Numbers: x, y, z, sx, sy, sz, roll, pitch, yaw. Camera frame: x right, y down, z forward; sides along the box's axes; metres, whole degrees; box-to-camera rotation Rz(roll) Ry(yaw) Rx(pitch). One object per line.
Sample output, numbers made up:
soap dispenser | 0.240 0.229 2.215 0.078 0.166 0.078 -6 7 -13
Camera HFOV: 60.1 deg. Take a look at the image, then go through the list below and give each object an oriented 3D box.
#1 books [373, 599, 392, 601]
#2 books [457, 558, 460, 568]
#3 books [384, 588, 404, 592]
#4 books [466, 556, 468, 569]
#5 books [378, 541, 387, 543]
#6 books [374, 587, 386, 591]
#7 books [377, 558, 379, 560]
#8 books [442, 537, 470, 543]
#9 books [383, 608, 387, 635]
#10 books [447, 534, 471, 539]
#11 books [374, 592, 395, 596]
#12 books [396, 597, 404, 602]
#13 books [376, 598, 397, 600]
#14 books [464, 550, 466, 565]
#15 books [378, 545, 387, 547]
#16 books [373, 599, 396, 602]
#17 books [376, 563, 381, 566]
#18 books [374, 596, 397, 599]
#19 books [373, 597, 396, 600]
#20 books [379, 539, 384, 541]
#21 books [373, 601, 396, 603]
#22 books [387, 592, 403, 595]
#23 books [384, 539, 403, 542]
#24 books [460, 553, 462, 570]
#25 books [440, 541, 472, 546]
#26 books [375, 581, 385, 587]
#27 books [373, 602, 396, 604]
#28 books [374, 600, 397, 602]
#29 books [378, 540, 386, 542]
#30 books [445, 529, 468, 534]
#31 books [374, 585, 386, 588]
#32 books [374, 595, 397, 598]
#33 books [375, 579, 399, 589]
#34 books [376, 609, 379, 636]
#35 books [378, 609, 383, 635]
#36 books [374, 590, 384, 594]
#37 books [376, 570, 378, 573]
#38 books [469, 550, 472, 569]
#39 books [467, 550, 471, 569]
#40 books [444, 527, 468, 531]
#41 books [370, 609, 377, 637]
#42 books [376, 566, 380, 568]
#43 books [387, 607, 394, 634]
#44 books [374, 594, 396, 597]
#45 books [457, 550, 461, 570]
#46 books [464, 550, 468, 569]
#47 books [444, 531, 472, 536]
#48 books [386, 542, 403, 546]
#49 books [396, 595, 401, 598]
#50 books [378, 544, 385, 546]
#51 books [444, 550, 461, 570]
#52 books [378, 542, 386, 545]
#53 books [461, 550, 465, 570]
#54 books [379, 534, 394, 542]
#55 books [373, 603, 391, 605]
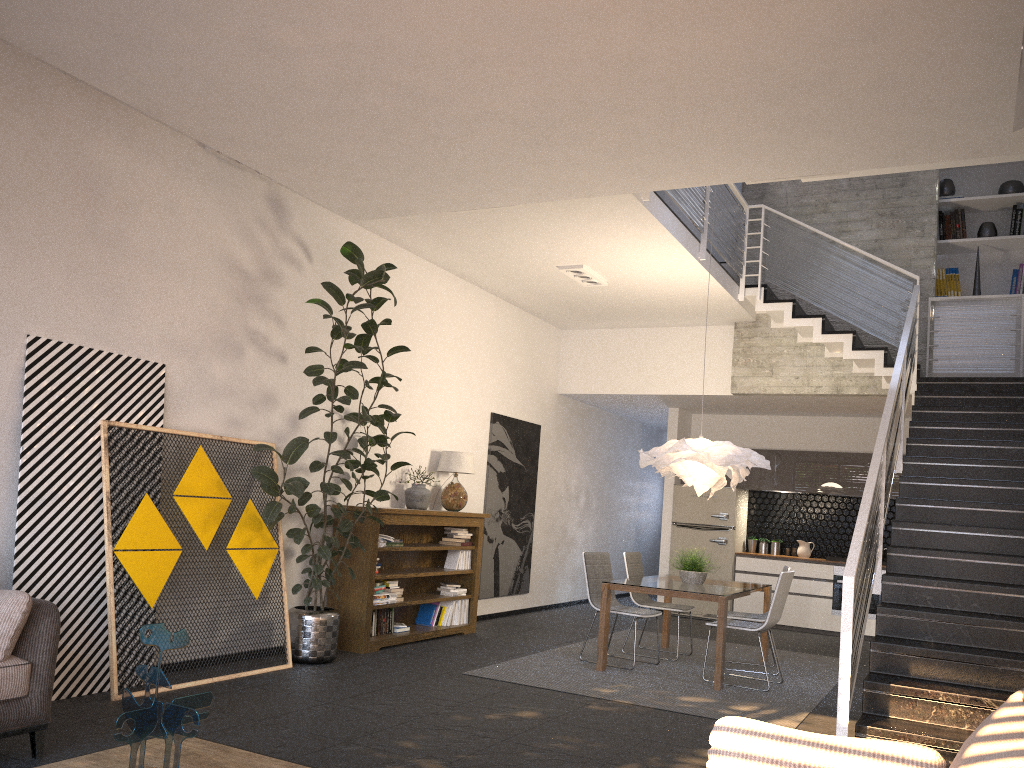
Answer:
books | -1.156 1.802 7.446 0.218 0.008 0.290 -1 -9 33
books | -0.568 1.715 8.579 0.120 0.157 0.056 1 -6 28
books | -1.089 1.788 7.729 0.225 0.029 0.180 0 -9 30
books | -0.501 1.727 8.742 0.136 0.188 0.018 1 -6 28
books | -1.205 1.326 7.483 0.252 0.011 0.320 3 -8 9
books | -1.198 1.730 7.504 0.175 0.023 0.251 2 -8 13
books | -1.228 1.475 7.465 0.155 0.020 0.206 3 -8 13
books | 2.040 -1.477 9.853 5.404 6.677 0.361 7 -5 -22
books | -1.160 2.028 7.632 0.171 0.240 0.085 1 -6 28
books | -0.524 1.497 8.713 0.179 0.029 0.226 7 -8 -20
books | -1.148 1.763 7.458 0.218 0.013 0.306 -1 -9 32
books | -1.093 1.865 7.711 0.243 0.034 0.181 0 -9 29
books | -1.151 1.798 7.454 0.218 0.006 0.306 -1 -9 32
books | -0.525 1.719 8.696 0.136 0.188 0.018 1 -6 28
books | -1.194 1.360 7.494 0.252 0.011 0.320 4 -8 1
books | -1.155 1.808 7.445 0.218 0.008 0.290 -1 -9 33
books | -1.234 1.516 7.449 0.162 0.023 0.233 0 -9 28
books | -1.146 1.786 7.452 0.218 0.007 0.306 0 -9 31
books | -1.150 1.792 7.450 0.218 0.008 0.290 0 -9 31
books | -1.212 1.304 7.487 0.252 0.011 0.320 4 -8 -1
books | -1.152 1.821 7.442 0.218 0.008 0.306 -1 -9 32
books | -1.101 1.814 7.727 0.243 0.023 0.176 -1 -9 34
books | -1.085 1.354 7.675 0.166 0.023 0.229 0 -9 31
books | -0.542 1.723 8.629 0.120 0.158 0.016 1 -6 28
books | -0.546 1.555 8.646 0.230 0.034 0.288 1 -8 20
books | -1.209 1.691 7.519 0.193 0.028 0.247 3 -8 8
books | -1.153 1.828 7.440 0.218 0.007 0.306 -1 -9 32
books | -1.151 1.813 7.441 0.218 0.013 0.306 -1 -9 32
books | -1.199 1.317 7.499 0.252 0.011 0.320 4 -8 -1
books | -0.547 1.448 8.707 0.175 0.023 0.244 7 -8 -17
books | -1.209 1.712 7.518 0.192 0.014 0.257 2 -8 16
books | -1.148 1.779 7.454 0.218 0.007 0.306 0 -9 31
books | -1.103 1.739 7.735 0.216 0.069 0.159 -1 -9 37
books | -1.212 2.010 7.533 0.171 0.239 0.055 1 -6 28
books | -1.188 2.027 7.579 0.171 0.223 0.083 1 -6 28
books | -1.200 1.753 7.502 0.175 0.023 0.251 3 -8 8
books | -1.240 1.581 7.459 0.158 0.021 0.225 3 -8 13
books | -0.466 1.734 8.773 0.135 0.188 0.031 1 -6 28
books | -0.479 1.730 8.752 0.136 0.188 0.018 1 -6 28
books | -0.553 1.425 8.711 0.205 0.022 0.156 3 -8 13
books | -1.234 2.003 7.480 0.167 0.240 0.100 1 -6 28
books | -1.234 1.538 7.455 0.174 0.019 0.245 3 -8 13
books | -1.118 2.038 7.690 0.167 0.240 0.104 1 -6 28
books | -1.150 1.771 7.456 0.218 0.007 0.306 -1 -9 32
books | -0.564 1.705 8.620 0.136 0.188 0.018 1 -6 28
books | -0.502 1.721 8.703 0.135 0.188 0.015 1 -6 28
books | -0.531 1.473 8.716 0.175 0.019 0.244 10 -10 -37
books | -1.088 1.384 7.683 0.179 0.034 0.244 0 -9 30
books | -1.100 1.836 7.711 0.227 0.023 0.167 1 -9 26
books | -1.195 1.351 7.506 0.252 0.011 0.320 5 -8 -3
books | -0.575 1.699 8.562 0.135 0.181 0.078 1 -6 28
books | -1.194 1.343 7.524 0.253 0.011 0.320 5 -8 -6
books | -0.526 1.711 8.642 0.136 0.188 0.018 1 -6 28
books | -1.187 1.292 7.557 0.273 0.108 0.323 8 -8 -27
books | -1.153 1.835 7.441 0.218 0.008 0.306 0 -9 27
